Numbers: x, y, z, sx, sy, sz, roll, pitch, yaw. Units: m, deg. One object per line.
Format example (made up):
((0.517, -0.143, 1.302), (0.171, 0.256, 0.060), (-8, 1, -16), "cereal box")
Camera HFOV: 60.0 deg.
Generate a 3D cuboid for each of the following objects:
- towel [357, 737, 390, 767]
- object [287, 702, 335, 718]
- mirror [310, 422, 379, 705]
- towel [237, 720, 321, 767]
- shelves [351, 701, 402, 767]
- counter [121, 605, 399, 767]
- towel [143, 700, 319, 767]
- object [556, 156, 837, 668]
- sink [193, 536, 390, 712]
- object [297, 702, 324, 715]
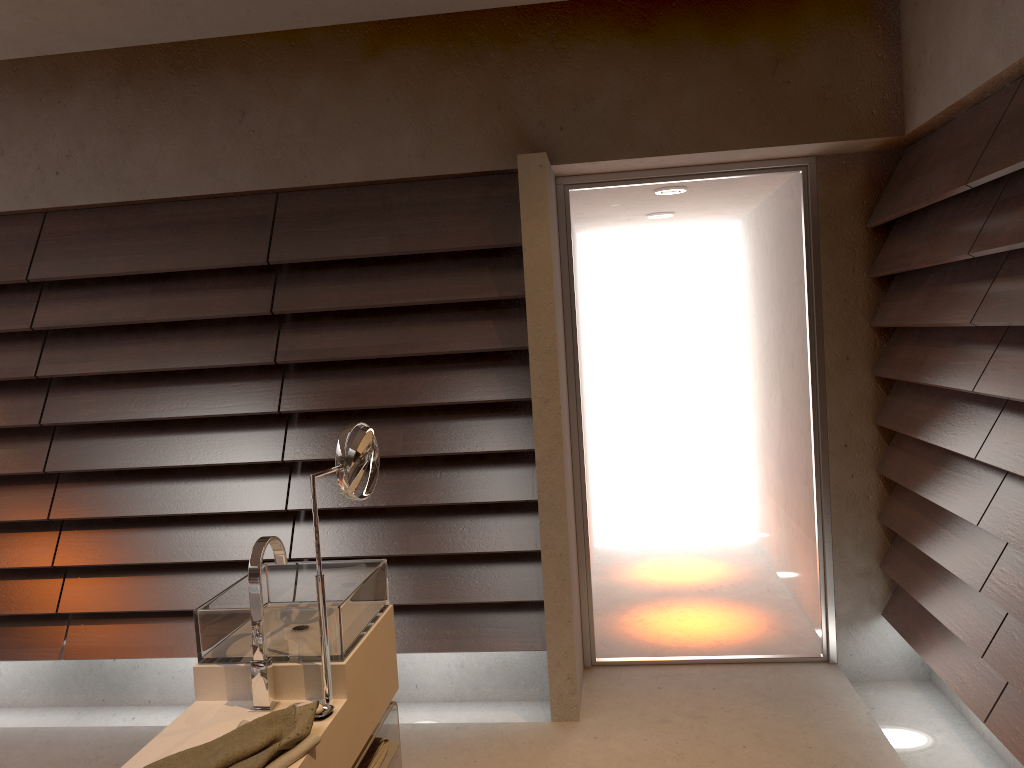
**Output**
((-0.420, 0.950, 2.260), (0.196, 0.040, 0.180), (-2, 3, 20), "towel")
((-0.429, 0.692, 1.872), (0.108, 0.011, 0.065), (-2, 3, 20), "object")
((-0.364, 0.389, 2.047), (0.074, 0.589, 0.316), (-3, 3, 9), "mirror")
((-0.546, 0.707, 1.595), (0.202, 0.027, 0.394), (-2, 3, 27), "towel")
((-0.479, 1.077, 2.159), (0.368, 0.436, 0.487), (-3, 3, 7), "shelves")
((-0.636, 1.026, 0.946), (0.350, 0.686, 2.931), (-3, 3, 7), "counter")
((-0.547, 0.693, 1.558), (0.571, 0.057, 0.258), (-6, 4, -42), "towel")
((0.739, 0.141, 3.575), (1.007, 2.000, 0.090), (-3, 3, 7), "object")
((-0.525, 0.511, 2.127), (0.340, 0.357, 0.486), (-3, 3, 7), "sink")
((-0.429, 0.685, 1.873), (0.066, 0.016, 0.035), (-2, 3, 18), "object")
